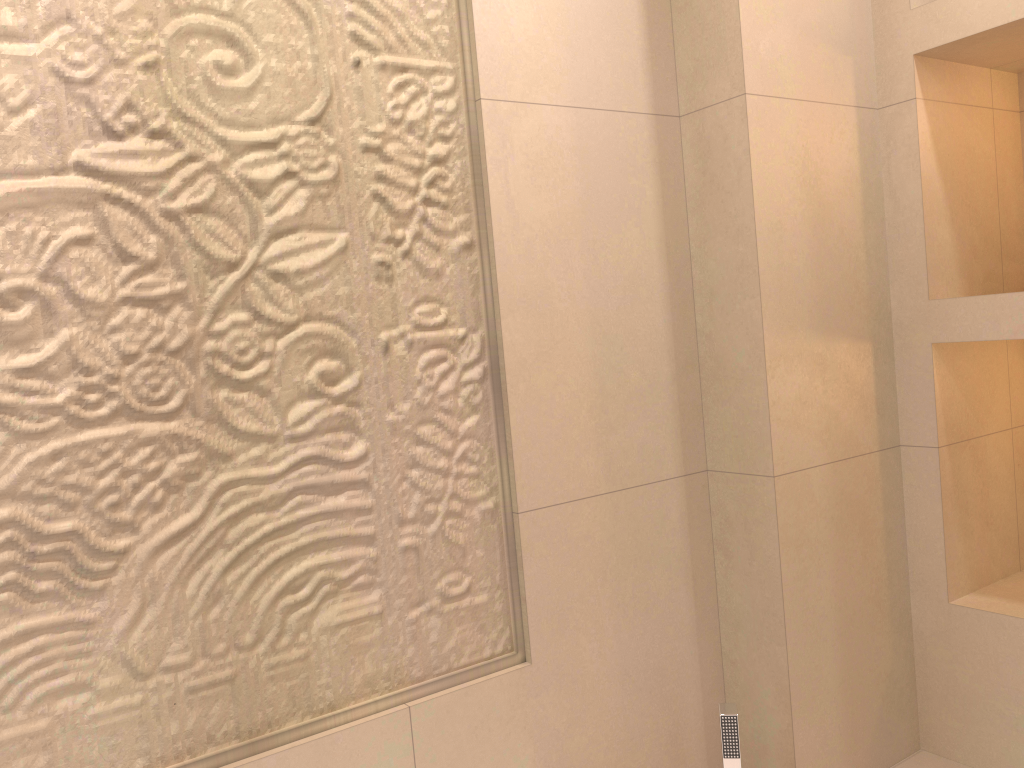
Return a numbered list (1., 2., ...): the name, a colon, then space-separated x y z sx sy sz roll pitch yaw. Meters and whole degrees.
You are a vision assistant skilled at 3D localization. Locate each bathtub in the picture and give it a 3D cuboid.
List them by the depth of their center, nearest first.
1. bathtub: -0.055 1.120 0.691 2.662 0.540 1.060 -7 4 -34

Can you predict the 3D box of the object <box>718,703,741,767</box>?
1. object: 0.353 0.632 1.415 0.059 0.280 0.114 -5 3 11
